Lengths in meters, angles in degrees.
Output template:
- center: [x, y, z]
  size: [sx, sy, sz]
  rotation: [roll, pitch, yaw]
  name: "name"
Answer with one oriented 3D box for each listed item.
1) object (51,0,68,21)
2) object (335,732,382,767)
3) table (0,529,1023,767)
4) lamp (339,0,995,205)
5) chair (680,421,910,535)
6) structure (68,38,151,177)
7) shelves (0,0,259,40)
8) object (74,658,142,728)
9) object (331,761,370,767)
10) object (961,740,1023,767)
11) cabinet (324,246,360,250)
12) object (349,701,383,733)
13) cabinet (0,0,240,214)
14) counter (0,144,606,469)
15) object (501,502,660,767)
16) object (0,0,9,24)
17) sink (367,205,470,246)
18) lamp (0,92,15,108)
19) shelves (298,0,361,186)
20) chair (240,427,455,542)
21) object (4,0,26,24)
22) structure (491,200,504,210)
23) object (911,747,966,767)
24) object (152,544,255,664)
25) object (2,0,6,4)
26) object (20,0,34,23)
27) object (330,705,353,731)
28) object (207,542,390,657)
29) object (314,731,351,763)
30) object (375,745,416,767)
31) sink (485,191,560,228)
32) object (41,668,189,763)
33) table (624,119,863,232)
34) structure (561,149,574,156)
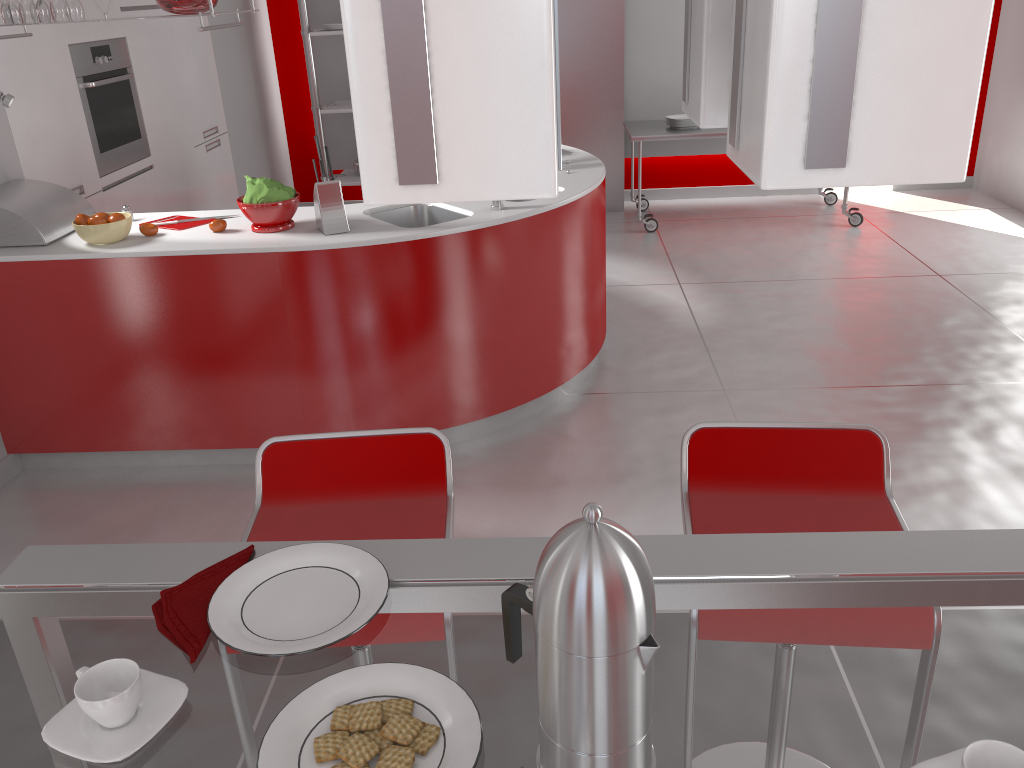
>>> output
- center: [-1.584, -1.342, 3.089]
  size: [0.060, 0.141, 0.060]
  rotation: [-2, 24, 3]
  name: "object"
- center: [-0.148, 0.351, 0.852]
  size: [0.036, 0.006, 0.034]
  rotation: [16, 31, 36]
  name: "object"
- center: [0.186, 0.820, 1.018]
  size: [1.700, 1.000, 0.800]
  rotation: [-2, 24, 3]
  name: "table"
- center: [0.055, -0.623, 0.368]
  size: [0.304, 1.025, 0.304]
  rotation: [-2, 24, 3]
  name: "lamp"
- center: [0.536, 0.547, 1.755]
  size: [0.418, 0.857, 0.460]
  rotation: [0, 25, 8]
  name: "chair"
- center: [-1.956, -1.377, 4.380]
  size: [0.050, 0.589, 0.599]
  rotation: [-2, 24, 3]
  name: "structure"
- center: [-1.425, -1.684, 2.878]
  size: [0.934, 1.023, 0.462]
  rotation: [-2, 24, 3]
  name: "shelves"
- center: [-0.415, 0.320, 0.905]
  size: [0.078, 0.049, 0.062]
  rotation: [-2, 24, 3]
  name: "object"
- center: [-0.151, 0.366, 0.833]
  size: [0.036, 0.006, 0.034]
  rotation: [-10, 25, -16]
  name: "object"
- center: [0.421, 0.346, 0.751]
  size: [0.078, 0.049, 0.062]
  rotation: [8, 27, 24]
  name: "object"
- center: [-0.938, -0.474, 4.076]
  size: [1.875, 0.761, 1.025]
  rotation: [-23, 31, -37]
  name: "cabinet"
- center: [-0.147, 0.334, 0.891]
  size: [0.034, 0.006, 0.036]
  rotation: [-6, 25, -7]
  name: "object"
- center: [-2.249, -1.308, 4.755]
  size: [0.614, 2.026, 2.398]
  rotation: [-2, 24, 3]
  name: "cabinet"
- center: [-0.669, -0.435, 4.035]
  size: [1.868, 0.880, 2.865]
  rotation: [15, 30, 34]
  name: "counter"
- center: [0.056, 0.227, 0.782]
  size: [0.149, 0.287, 0.113]
  rotation: [2, 25, 11]
  name: "object"
- center: [-1.759, -1.305, 3.028]
  size: [0.060, 0.141, 0.060]
  rotation: [-2, 24, 3]
  name: "object"
- center: [-0.361, -0.567, 3.480]
  size: [0.326, 0.172, 0.428]
  rotation: [-19, 29, -32]
  name: "sink"
- center: [-1.949, -1.017, 3.217]
  size: [0.155, 0.081, 0.454]
  rotation: [-2, 24, 3]
  name: "lamp"
- center: [-0.617, -2.392, 6.264]
  size: [1.735, 2.599, 0.535]
  rotation: [-2, 24, 3]
  name: "shelves"
- center: [-0.298, 0.567, 1.808]
  size: [0.418, 0.857, 0.460]
  rotation: [-3, 24, -1]
  name: "chair"
- center: [-1.679, -1.287, 2.978]
  size: [0.060, 0.141, 0.060]
  rotation: [-11, 26, -18]
  name: "object"
- center: [-0.118, -1.115, 3.288]
  size: [0.308, 0.920, 0.178]
  rotation: [-24, 32, -38]
  name: "structure"
- center: [0.415, 0.367, 0.764]
  size: [0.119, 0.016, 0.119]
  rotation: [-10, 25, -15]
  name: "object"
- center: [-0.394, 0.263, 1.090]
  size: [0.095, 0.012, 0.234]
  rotation: [-1, 24, 3]
  name: "object"
- center: [-1.766, -1.340, 3.106]
  size: [0.060, 0.141, 0.060]
  rotation: [-2, 24, 3]
  name: "object"
- center: [-1.683, -1.329, 3.073]
  size: [0.060, 0.141, 0.060]
  rotation: [-2, 24, 3]
  name: "object"
- center: [-0.164, 0.338, 0.898]
  size: [0.036, 0.006, 0.034]
  rotation: [-2, 24, 3]
  name: "object"
- center: [-0.256, 0.260, 1.076]
  size: [0.217, 0.015, 0.217]
  rotation: [16, 31, 36]
  name: "object"
- center: [-0.175, 0.353, 0.865]
  size: [0.036, 0.006, 0.034]
  rotation: [-8, 25, -11]
  name: "object"
- center: [-0.110, 0.356, 0.836]
  size: [0.034, 0.006, 0.036]
  rotation: [4, 25, 14]
  name: "object"
- center: [-0.003, -0.719, 3.773]
  size: [0.428, 0.172, 0.326]
  rotation: [18, 32, 38]
  name: "sink"
- center: [-0.406, 0.342, 0.914]
  size: [0.119, 0.016, 0.119]
  rotation: [7, 26, 21]
  name: "object"
- center: [1.646, -1.541, 6.443]
  size: [1.627, 0.682, 0.749]
  rotation: [-1, 24, 4]
  name: "table"
- center: [0.045, -1.173, 4.468]
  size: [0.457, 0.037, 0.303]
  rotation: [-12, 26, -19]
  name: "structure"
